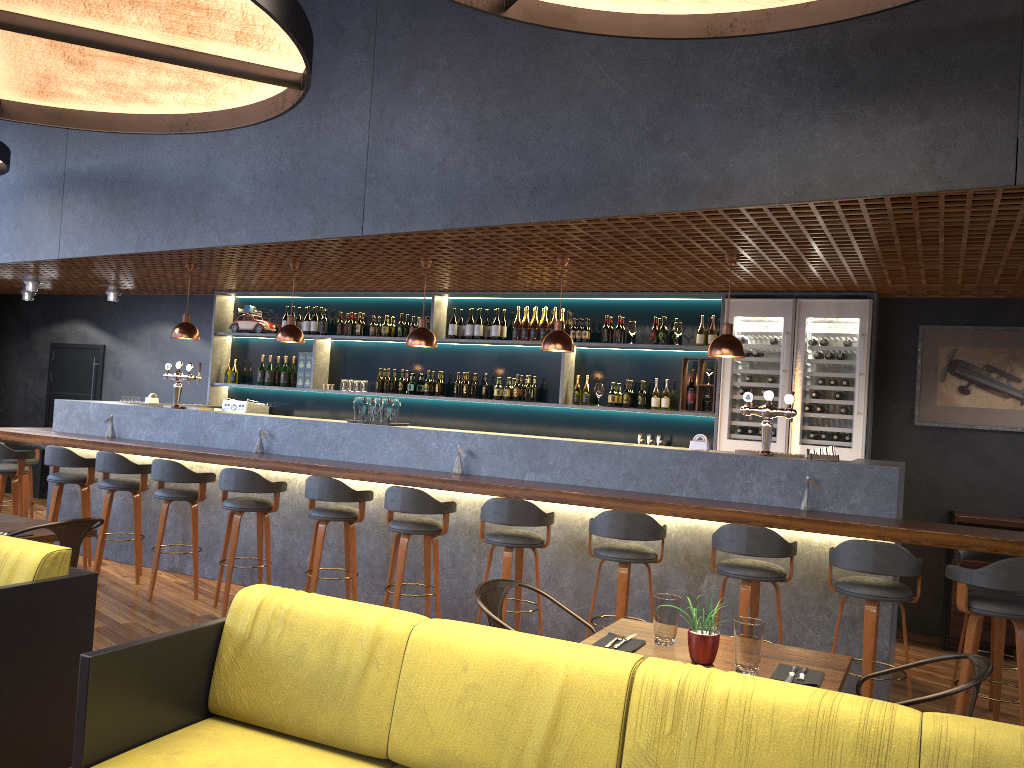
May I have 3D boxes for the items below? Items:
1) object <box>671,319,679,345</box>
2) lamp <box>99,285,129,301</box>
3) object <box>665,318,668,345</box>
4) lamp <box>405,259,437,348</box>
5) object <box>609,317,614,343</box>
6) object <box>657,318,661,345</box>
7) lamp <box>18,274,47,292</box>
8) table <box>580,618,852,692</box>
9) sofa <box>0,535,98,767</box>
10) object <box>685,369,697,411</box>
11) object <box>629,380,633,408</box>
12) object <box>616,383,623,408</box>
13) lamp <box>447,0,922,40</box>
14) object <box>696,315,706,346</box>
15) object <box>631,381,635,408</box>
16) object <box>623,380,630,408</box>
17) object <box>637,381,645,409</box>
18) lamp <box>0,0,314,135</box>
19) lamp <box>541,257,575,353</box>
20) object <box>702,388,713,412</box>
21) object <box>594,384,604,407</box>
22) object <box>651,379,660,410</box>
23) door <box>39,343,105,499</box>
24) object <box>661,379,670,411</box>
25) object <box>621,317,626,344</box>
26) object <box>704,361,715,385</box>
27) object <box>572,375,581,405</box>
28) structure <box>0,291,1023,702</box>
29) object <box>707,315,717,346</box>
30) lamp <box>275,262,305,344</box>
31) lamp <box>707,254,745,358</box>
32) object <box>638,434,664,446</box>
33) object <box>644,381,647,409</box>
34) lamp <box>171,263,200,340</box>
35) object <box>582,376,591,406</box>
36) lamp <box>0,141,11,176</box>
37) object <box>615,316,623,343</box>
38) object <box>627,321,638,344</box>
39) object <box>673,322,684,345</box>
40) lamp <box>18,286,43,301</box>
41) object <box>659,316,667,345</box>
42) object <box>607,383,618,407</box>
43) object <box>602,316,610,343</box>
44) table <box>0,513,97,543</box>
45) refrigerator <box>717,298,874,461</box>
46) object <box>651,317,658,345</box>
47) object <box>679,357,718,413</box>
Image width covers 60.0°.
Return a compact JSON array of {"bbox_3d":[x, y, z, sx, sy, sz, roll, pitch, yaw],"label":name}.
[{"bbox_3d":[1.475,-0.462,7.993,0.063,0.254,0.063,3,-2,34],"label":"object"},{"bbox_3d":[-4.673,-1.061,10.393,0.228,0.172,0.228,3,-1,26],"label":"lamp"},{"bbox_3d":[1.374,-0.469,7.971,0.063,0.254,0.063,4,-1,-11],"label":"object"},{"bbox_3d":[-0.685,-0.627,6.913,0.250,0.673,0.250,4,-2,-32],"label":"lamp"},{"bbox_3d":[0.911,-0.493,8.209,0.063,0.254,0.063,4,-1,-12],"label":"object"},{"bbox_3d":[1.336,-0.470,8.057,0.063,0.254,0.063,5,-2,-36],"label":"object"},{"bbox_3d":[-5.299,-1.114,9.798,0.228,0.172,0.228,3,-1,26],"label":"lamp"},{"bbox_3d":[0.652,1.361,3.119,0.906,0.763,0.887,3,-1,26],"label":"table"},{"bbox_3d":[-3.372,1.052,4.012,3.061,0.914,0.966,3,-1,26],"label":"sofa"},{"bbox_3d":[1.583,0.054,7.807,0.091,0.369,0.092,4,-1,-5],"label":"object"},{"bbox_3d":[1.065,0.094,8.070,0.063,0.254,0.063,5,-2,-36],"label":"object"},{"bbox_3d":[0.978,0.105,8.161,0.088,0.224,0.088,3,-1,21],"label":"object"},{"bbox_3d":[0.581,-2.198,2.701,2.778,1.159,2.778,4,-1,-14],"label":"lamp"},{"bbox_3d":[1.674,-0.467,7.821,0.079,0.281,0.079,3,-2,35],"label":"object"},{"bbox_3d":[1.094,0.097,8.148,0.063,0.254,0.063,4,-1,-11],"label":"object"},{"bbox_3d":[1.036,0.090,7.995,0.063,0.254,0.063,3,-1,29],"label":"object"},{"bbox_3d":[1.168,0.098,7.991,0.063,0.254,0.063,4,-1,-11],"label":"object"},{"bbox_3d":[-2.186,-2.175,3.603,2.778,1.475,2.778,4,-1,-10],"label":"lamp"},{"bbox_3d":[0.352,-0.573,6.409,0.250,0.673,0.250,4,-2,-32],"label":"lamp"},{"bbox_3d":[1.708,0.138,7.743,0.097,0.206,0.097,4,-1,-24],"label":"object"},{"bbox_3d":[0.800,0.102,8.154,0.097,0.206,0.097,4,-1,-5],"label":"object"},{"bbox_3d":[1.296,0.091,7.975,0.079,0.281,0.079,4,-1,0],"label":"object"},{"bbox_3d":[-5.690,0.504,11.492,1.012,2.056,0.137,3,-1,26],"label":"door"},{"bbox_3d":[1.380,0.096,7.934,0.079,0.281,0.079,3,-1,20],"label":"object"},{"bbox_3d":[1.015,-0.488,8.160,0.063,0.254,0.063,3,-1,13],"label":"object"},{"bbox_3d":[1.723,-0.095,7.748,0.097,0.206,0.097,4,-1,-24],"label":"object"},{"bbox_3d":[0.612,0.057,8.308,0.079,0.281,0.079,3,-2,30],"label":"object"},{"bbox_3d":[-0.193,0.434,7.327,9.298,2.700,2.700,3,-1,26],"label":"structure"},{"bbox_3d":[1.759,-0.462,7.779,0.079,0.281,0.079,4,-1,-5],"label":"object"},{"bbox_3d":[-1.851,-0.688,7.480,0.250,0.673,0.250,4,-2,-32],"label":"lamp"},{"bbox_3d":[1.437,-0.517,5.881,0.250,0.673,0.250,4,-2,-32],"label":"lamp"},{"bbox_3d":[1.248,0.699,7.979,0.310,0.492,0.204,3,-1,26],"label":"object"},{"bbox_3d":[1.196,0.102,8.070,0.063,0.254,0.063,3,-2,34],"label":"object"},{"bbox_3d":[-2.923,-0.744,8.001,0.250,0.673,0.250,3,-1,13],"label":"lamp"},{"bbox_3d":[0.696,0.061,8.267,0.079,0.281,0.079,4,-1,5],"label":"object"},{"bbox_3d":[-5.290,-2.521,7.408,1.979,1.093,1.979,4,-1,-11],"label":"lamp"},{"bbox_3d":[0.975,-0.492,8.075,0.063,0.254,0.063,4,-1,-2],"label":"object"},{"bbox_3d":[1.087,-0.463,8.025,0.097,0.206,0.097,4,-1,-5],"label":"object"},{"bbox_3d":[1.470,-0.442,7.856,0.097,0.206,0.097,4,-1,-5],"label":"object"},{"bbox_3d":[-6.030,-1.132,11.053,0.228,0.172,0.228,3,-1,26],"label":"lamp"},{"bbox_3d":[1.343,-0.473,7.874,0.063,0.254,0.063,5,-2,-36],"label":"object"},{"bbox_3d":[0.917,0.099,8.069,0.088,0.224,0.088,4,-1,-4],"label":"object"},{"bbox_3d":[0.862,-0.498,8.121,0.063,0.254,0.063,3,-1,23],"label":"object"},{"bbox_3d":[-2.994,1.170,4.858,0.887,0.763,0.906,3,-1,26],"label":"table"},{"bbox_3d":[2.334,0.362,7.382,1.159,2.109,0.454,3,-1,26],"label":"refrigerator"},{"bbox_3d":[1.284,-0.475,7.969,0.063,0.254,0.063,4,-1,-22],"label":"object"},{"bbox_3d":[1.649,0.012,7.775,0.300,0.475,0.161,3,-1,25],"label":"object"}]
